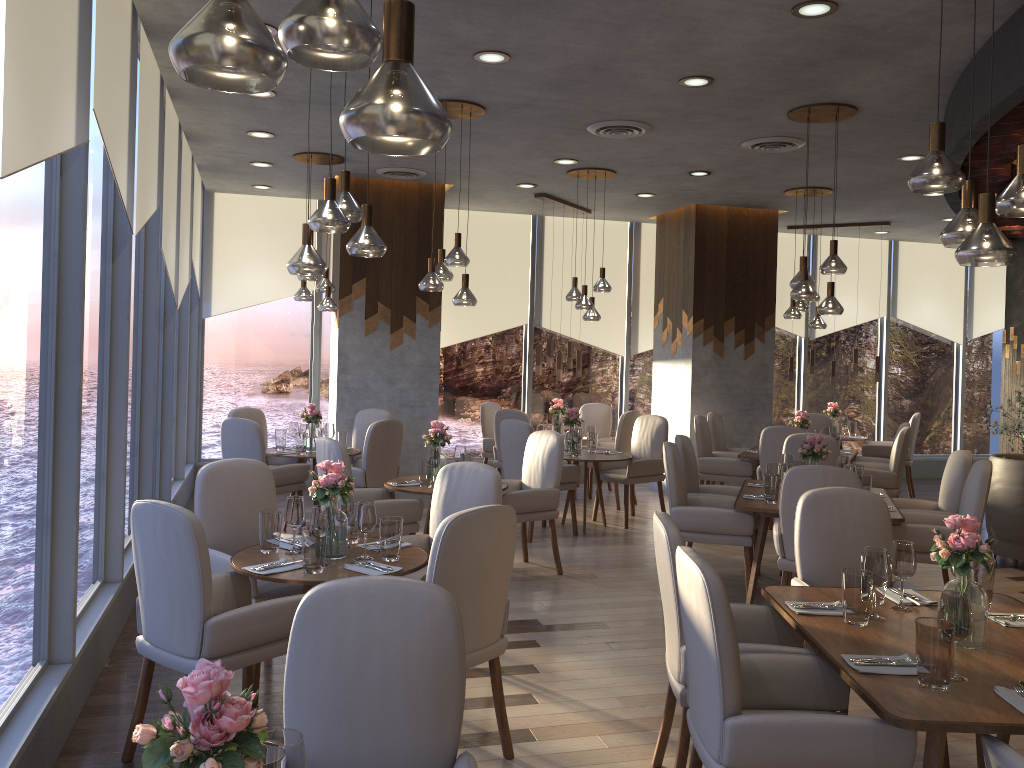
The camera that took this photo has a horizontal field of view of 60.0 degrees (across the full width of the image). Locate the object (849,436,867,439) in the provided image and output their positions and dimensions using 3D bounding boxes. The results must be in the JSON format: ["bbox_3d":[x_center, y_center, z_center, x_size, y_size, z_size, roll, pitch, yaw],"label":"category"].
[{"bbox_3d":[4.069,0.628,10.479,0.255,0.019,0.157,2,2,23],"label":"object"}]

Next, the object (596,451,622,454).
[{"bbox_3d":[0.883,0.624,8.114,0.255,0.019,0.157,0,3,-40],"label":"object"}]

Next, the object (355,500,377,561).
[{"bbox_3d":[-0.624,0.623,3.775,0.092,0.244,0.092,2,0,19],"label":"object"}]

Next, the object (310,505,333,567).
[{"bbox_3d":[-0.784,0.623,3.639,0.092,0.244,0.092,1,0,-32],"label":"object"}]

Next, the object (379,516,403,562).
[{"bbox_3d":[-0.516,0.659,3.771,0.102,0.178,0.102,2,1,35],"label":"object"}]

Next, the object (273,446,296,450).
[{"bbox_3d":[-1.961,0.557,7.806,0.255,0.019,0.157,3,2,29],"label":"object"}]

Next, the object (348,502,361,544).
[{"bbox_3d":[-0.741,0.641,4.093,0.102,0.178,0.102,1,1,-11],"label":"object"}]

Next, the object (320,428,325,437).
[{"bbox_3d":[-1.705,0.481,7.905,0.102,0.178,0.102,2,1,10],"label":"object"}]

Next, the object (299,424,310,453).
[{"bbox_3d":[-1.756,0.461,7.488,0.092,0.244,0.092,1,0,-35],"label":"object"}]

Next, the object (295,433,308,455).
[{"bbox_3d":[-1.754,0.498,7.379,0.102,0.178,0.102,2,1,2],"label":"object"}]

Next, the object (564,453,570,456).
[{"bbox_3d":[0.419,0.621,7.856,0.255,0.019,0.157,0,3,-41],"label":"object"}]

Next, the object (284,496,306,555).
[{"bbox_3d":[-0.941,0.612,3.839,0.092,0.244,0.092,2,0,40],"label":"object"}]

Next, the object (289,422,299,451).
[{"bbox_3d":[-1.883,0.452,7.657,0.092,0.244,0.092,1,0,-13],"label":"object"}]

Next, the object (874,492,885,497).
[{"bbox_3d":[2.382,0.737,5.981,0.255,0.019,0.157,2,2,19],"label":"object"}]

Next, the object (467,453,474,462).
[{"bbox_3d":[-0.316,0.579,6.206,0.102,0.178,0.102,2,1,5],"label":"object"}]

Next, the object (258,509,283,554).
[{"bbox_3d":[-1.051,0.641,3.851,0.102,0.178,0.102,1,1,-21],"label":"object"}]

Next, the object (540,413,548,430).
[{"bbox_3d":[0.345,0.444,9.620,0.092,0.244,0.092,1,0,-38],"label":"object"}]

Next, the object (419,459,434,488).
[{"bbox_3d":[-0.563,0.586,5.805,0.102,0.178,0.102,2,1,24],"label":"object"}]

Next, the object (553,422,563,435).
[{"bbox_3d":[0.481,0.490,9.348,0.102,0.178,0.102,1,1,-35],"label":"object"}]

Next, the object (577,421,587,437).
[{"bbox_3d":[0.755,0.489,9.599,0.102,0.178,0.102,1,1,-13],"label":"object"}]

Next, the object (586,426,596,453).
[{"bbox_3d":[0.721,0.508,8.097,0.092,0.244,0.092,2,0,30],"label":"object"}]

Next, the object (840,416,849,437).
[{"bbox_3d":[3.982,0.508,10.619,0.092,0.244,0.092,1,0,-25],"label":"object"}]

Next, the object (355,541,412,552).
[{"bbox_3d":[-0.593,0.728,4.021,0.157,0.019,0.255,3,3,43],"label":"object"}]

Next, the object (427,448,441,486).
[{"bbox_3d":[-0.523,0.551,5.908,0.092,0.244,0.092,1,0,-30],"label":"object"}]

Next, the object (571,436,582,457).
[{"bbox_3d":[0.564,0.548,7.769,0.102,0.178,0.102,1,1,-35],"label":"object"}]

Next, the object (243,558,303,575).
[{"bbox_3d":[-0.946,0.733,3.591,0.157,0.019,0.255,3,3,39],"label":"object"}]

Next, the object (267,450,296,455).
[{"bbox_3d":[-1.915,0.571,7.432,0.157,0.019,0.255,3,2,36],"label":"object"}]

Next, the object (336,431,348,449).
[{"bbox_3d":[-1.465,0.497,7.642,0.102,0.178,0.102,1,1,-43],"label":"object"}]

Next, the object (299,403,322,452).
[{"bbox_3d":[-1.732,0.371,7.639,0.198,0.416,0.210,2,1,22],"label":"object"}]

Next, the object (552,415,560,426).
[{"bbox_3d":[0.467,0.453,9.456,0.092,0.244,0.092,1,1,-42],"label":"object"}]

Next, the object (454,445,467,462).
[{"bbox_3d":[-0.357,0.548,6.105,0.092,0.244,0.092,2,0,39],"label":"object"}]

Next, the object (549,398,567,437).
[{"bbox_3d":[0.498,0.362,9.631,0.210,0.416,0.198,2,0,-3],"label":"object"}]

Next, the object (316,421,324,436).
[{"bbox_3d":[-1.700,0.452,7.795,0.092,0.244,0.092,2,0,15],"label":"object"}]

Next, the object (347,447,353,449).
[{"bbox_3d":[-1.548,0.566,7.856,0.157,0.019,0.255,3,2,34],"label":"object"}]

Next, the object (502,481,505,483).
[{"bbox_3d":[-0.194,0.666,6.096,0.255,0.019,0.157,0,2,-31],"label":"object"}]

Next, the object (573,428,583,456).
[{"bbox_3d":[0.587,0.512,7.876,0.092,0.244,0.092,1,0,-22],"label":"object"}]

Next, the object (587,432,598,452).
[{"bbox_3d":[0.745,0.537,8.203,0.102,0.178,0.102,1,1,-24],"label":"object"}]

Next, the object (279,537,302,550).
[{"bbox_3d":[-0.982,0.718,4.001,0.255,0.019,0.157,3,3,43],"label":"object"}]

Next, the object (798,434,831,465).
[{"bbox_3d":[1.986,0.537,5.840,0.210,0.416,0.198,2,1,32],"label":"object"}]

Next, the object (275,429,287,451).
[{"bbox_3d":[-1.992,0.482,7.643,0.102,0.178,0.102,2,1,-5],"label":"object"}]

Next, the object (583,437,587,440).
[{"bbox_3d":[0.713,0.573,9.437,0.255,0.019,0.157,3,2,31],"label":"object"}]

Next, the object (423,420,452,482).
[{"bbox_3d":[-0.512,0.459,6.110,0.198,0.416,0.210,1,1,-43],"label":"object"}]

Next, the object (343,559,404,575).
[{"bbox_3d":[-0.580,0.742,3.617,0.255,0.019,0.157,3,3,39],"label":"object"}]

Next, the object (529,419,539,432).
[{"bbox_3d":[0.236,0.474,9.601,0.102,0.178,0.102,2,1,23],"label":"object"}]

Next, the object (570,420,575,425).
[{"bbox_3d":[0.647,0.453,9.588,0.092,0.244,0.092,2,0,34],"label":"object"}]

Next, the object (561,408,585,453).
[{"bbox_3d":[0.544,0.419,8.051,0.210,0.416,0.198,2,1,32],"label":"object"}]

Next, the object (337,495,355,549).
[{"bbox_3d":[-0.752,0.612,3.984,0.092,0.244,0.092,1,0,-22],"label":"object"}]

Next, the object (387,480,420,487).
[{"bbox_3d":[-0.692,0.658,5.913,0.255,0.019,0.157,0,2,-32],"label":"object"}]

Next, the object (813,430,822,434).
[{"bbox_3d":[2.848,0.557,8.271,0.092,0.244,0.092,1,0,-20],"label":"object"}]

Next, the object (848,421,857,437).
[{"bbox_3d":[4.087,0.543,10.645,0.102,0.178,0.102,1,1,-31],"label":"object"}]

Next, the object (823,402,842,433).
[{"bbox_3d":[3.808,0.422,10.519,0.198,0.416,0.210,1,1,-38],"label":"object"}]

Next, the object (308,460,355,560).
[{"bbox_3d":[-0.777,0.532,3.810,0.210,0.416,0.198,1,1,-18],"label":"object"}]

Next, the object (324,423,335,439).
[{"bbox_3d":[-1.572,0.461,7.630,0.092,0.244,0.092,1,0,-34],"label":"object"}]

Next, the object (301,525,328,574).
[{"bbox_3d":[-0.789,0.660,3.530,0.102,0.178,0.102,2,1,15],"label":"object"}]
